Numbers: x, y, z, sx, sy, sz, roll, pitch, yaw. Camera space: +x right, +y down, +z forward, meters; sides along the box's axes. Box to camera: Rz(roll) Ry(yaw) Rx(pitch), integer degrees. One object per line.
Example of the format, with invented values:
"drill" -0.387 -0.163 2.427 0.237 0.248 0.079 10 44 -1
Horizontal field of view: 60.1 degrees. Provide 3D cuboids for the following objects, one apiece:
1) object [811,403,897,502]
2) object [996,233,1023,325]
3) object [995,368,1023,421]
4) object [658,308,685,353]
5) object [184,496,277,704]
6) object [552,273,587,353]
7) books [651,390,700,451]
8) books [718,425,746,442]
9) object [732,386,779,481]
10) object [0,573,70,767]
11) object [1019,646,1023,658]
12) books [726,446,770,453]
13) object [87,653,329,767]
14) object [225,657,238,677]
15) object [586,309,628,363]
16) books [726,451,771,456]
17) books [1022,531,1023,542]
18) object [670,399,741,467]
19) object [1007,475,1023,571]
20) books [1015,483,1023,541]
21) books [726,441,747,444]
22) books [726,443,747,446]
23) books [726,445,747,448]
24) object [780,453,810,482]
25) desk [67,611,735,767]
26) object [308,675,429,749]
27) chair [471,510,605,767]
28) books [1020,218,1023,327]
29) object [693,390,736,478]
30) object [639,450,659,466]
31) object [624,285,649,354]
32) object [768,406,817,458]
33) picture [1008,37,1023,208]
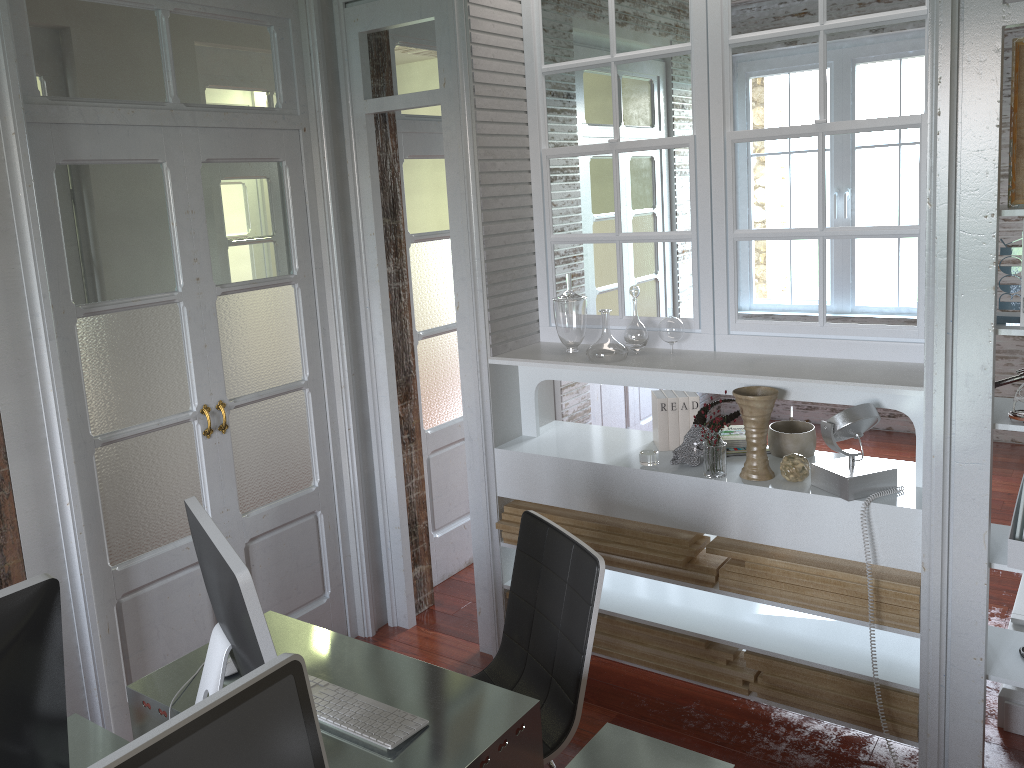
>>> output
"object" 1.023 0.184 2.663 0.188 0.270 0.168 -7 11 -19
"object" 1.358 -0.296 2.422 0.078 0.247 0.116 3 12 35
"object" 1.377 0.010 2.371 0.093 0.160 0.178 -9 12 -26
"object" 0.561 -0.175 3.118 0.094 0.186 0.095 -2 10 10
"object" -0.537 0.506 1.699 0.190 0.481 0.486 -9 12 -29
"object" 0.215 -0.248 3.245 0.129 0.312 0.129 -9 11 -29
"books" 0.595 0.128 3.218 0.150 0.191 0.144 -3 10 1
"books" 0.803 0.177 3.187 0.168 0.007 0.191 -2 12 7
"object" 0.780 0.159 2.826 0.144 0.276 0.144 -12 13 -40
"object" -0.906 0.605 1.354 0.190 0.481 0.487 3 13 35
"object" 1.611 0.786 2.476 0.238 0.040 0.296 -5 12 -9
"books" 0.804 0.206 3.180 0.180 0.007 0.248 -3 12 0
"object" -0.405 0.644 1.034 0.190 0.481 0.487 3 13 35
"object" -0.647 0.656 2.095 0.059 0.028 0.107 4 14 33
"object" 0.329 -0.159 3.081 0.148 0.198 0.149 0 11 18
"books" 0.804 0.215 3.181 0.180 0.011 0.248 -3 12 0
"books" 1.460 0.324 2.464 0.038 0.293 0.181 5 13 43
"object" 0.693 0.167 3.041 0.384 0.178 0.159 -10 12 -28
"object" 1.446 0.343 2.445 0.079 0.275 0.240 5 14 43
"books" 1.445 0.326 2.469 0.037 0.285 0.195 5 13 43
"books" 0.804 0.184 3.187 0.168 0.007 0.191 -3 12 0
"books" 0.804 0.190 3.189 0.168 0.007 0.191 -3 12 0
"books" 0.804 0.197 3.190 0.168 0.007 0.191 -3 12 0
"object" 0.887 0.260 2.777 0.091 0.087 0.094 -7 12 -18
"desk" -0.811 1.278 1.064 1.302 0.721 2.528 5 15 35
"object" -0.382 0.689 1.903 0.439 0.017 0.119 5 15 35
"chair" -0.094 0.877 2.278 0.603 0.911 0.478 -8 11 -24
"books" 1.416 -0.312 2.399 0.042 0.284 0.217 3 12 35
"object" 0.660 0.156 2.849 0.128 0.285 0.130 -3 10 2
"object" 0.466 0.253 3.013 0.066 0.040 0.066 -5 12 -7
"object" 0.439 -0.215 3.140 0.088 0.269 0.088 2 11 30
"object" 0.953 0.170 3.017 0.159 0.151 0.218 1 12 20
"picture" 1.439 -0.668 2.229 0.326 0.431 0.009 4 12 35
